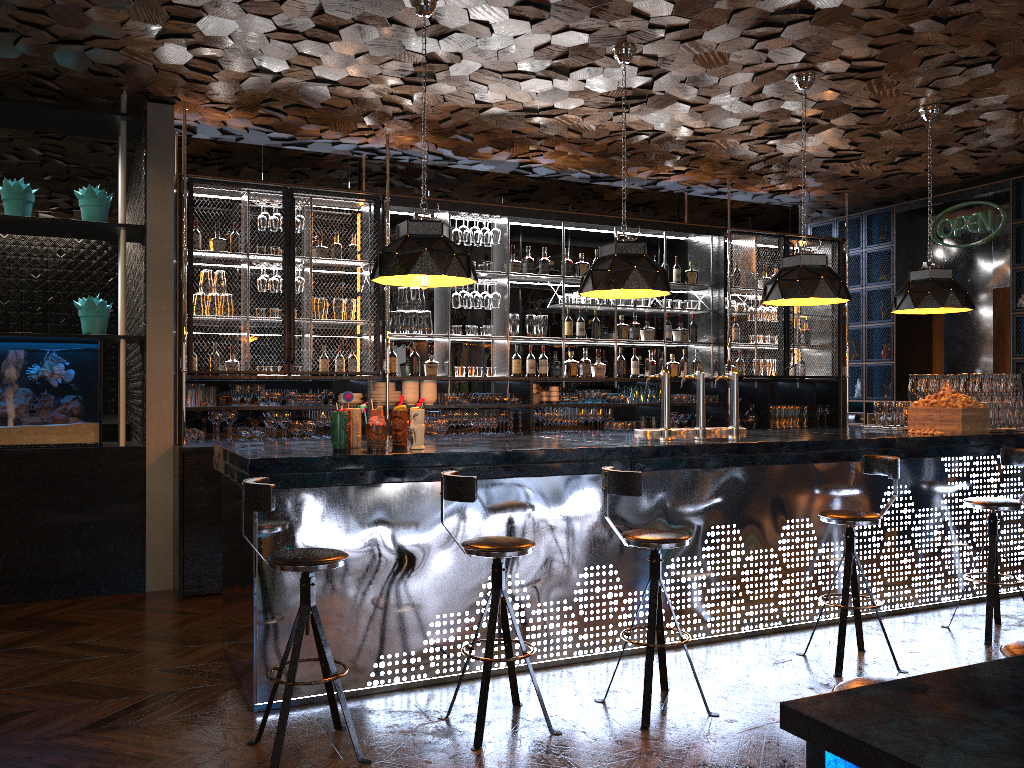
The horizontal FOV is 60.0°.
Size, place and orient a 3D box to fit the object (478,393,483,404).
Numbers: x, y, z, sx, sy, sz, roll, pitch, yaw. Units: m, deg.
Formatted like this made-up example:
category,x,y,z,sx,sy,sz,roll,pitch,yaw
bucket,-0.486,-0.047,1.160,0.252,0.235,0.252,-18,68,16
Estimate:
category,x,y,z,sx,sy,sz,roll,pitch,yaw
object,-0.279,0.130,7.913,0.093,0.099,0.093,0,0,-38

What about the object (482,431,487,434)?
category,x,y,z,sx,sy,sz,roll,pitch,yaw
object,-0.244,0.342,8.035,0.092,0.218,0.092,0,0,25

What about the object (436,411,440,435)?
category,x,y,z,sx,sy,sz,roll,pitch,yaw
object,-0.646,0.343,7.754,0.082,0.213,0.082,0,0,-38

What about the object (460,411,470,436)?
category,x,y,z,sx,sy,sz,roll,pitch,yaw
object,-0.404,0.340,7.665,0.084,0.216,0.084,0,0,-10

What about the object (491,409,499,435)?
category,x,y,z,sx,sy,sz,roll,pitch,yaw
object,-0.147,0.336,7.779,0.071,0.226,0.071,0,0,36

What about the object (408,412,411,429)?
category,x,y,z,sx,sy,sz,roll,pitch,yaw
object,-0.834,0.341,7.467,0.082,0.213,0.082,0,0,4

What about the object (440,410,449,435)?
category,x,y,z,sx,sy,sz,roll,pitch,yaw
object,-0.604,0.341,7.870,0.084,0.216,0.084,0,0,13

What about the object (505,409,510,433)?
category,x,y,z,sx,sy,sz,roll,pitch,yaw
object,-0.034,0.342,8.109,0.071,0.217,0.071,0,0,-17

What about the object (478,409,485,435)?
category,x,y,z,sx,sy,sz,roll,pitch,yaw
object,-0.268,0.337,7.859,0.071,0.226,0.071,0,0,36

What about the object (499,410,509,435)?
category,x,y,z,sx,sy,sz,roll,pitch,yaw
object,-0.071,0.341,7.850,0.092,0.218,0.092,0,0,25

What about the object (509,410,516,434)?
category,x,y,z,sx,sy,sz,roll,pitch,yaw
object,-0.001,0.342,7.944,0.071,0.217,0.071,0,0,-17

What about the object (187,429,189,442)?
category,x,y,z,sx,sy,sz,roll,pitch,yaw
object,-2.494,0.396,6.843,0.033,0.101,0.033,0,0,-21

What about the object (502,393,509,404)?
category,x,y,z,sx,sy,sz,roll,pitch,yaw
object,-0.057,0.132,7.951,0.095,0.096,0.095,0,0,-25

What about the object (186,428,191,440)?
category,x,y,z,sx,sy,sz,roll,pitch,yaw
object,-2.512,0.396,6.882,0.033,0.101,0.033,0,0,-42

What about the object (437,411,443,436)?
category,x,y,z,sx,sy,sz,roll,pitch,yaw
object,-0.608,0.342,7.673,0.082,0.213,0.082,0,0,-44

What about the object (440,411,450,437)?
category,x,y,z,sx,sy,sz,roll,pitch,yaw
object,-0.575,0.342,7.588,0.082,0.213,0.082,0,0,4

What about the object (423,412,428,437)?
category,x,y,z,sx,sy,sz,roll,pitch,yaw
object,-0.754,0.341,7.506,0.082,0.213,0.082,0,0,4

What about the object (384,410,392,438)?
category,x,y,z,sx,sy,sz,roll,pitch,yaw
object,-1.029,0.332,7.406,0.073,0.229,0.073,0,0,-37

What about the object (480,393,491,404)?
category,x,y,z,sx,sy,sz,roll,pitch,yaw
object,-0.232,0.129,7.815,0.093,0.099,0.093,0,0,-9

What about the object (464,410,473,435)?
category,x,y,z,sx,sy,sz,roll,pitch,yaw
object,-0.383,0.341,7.828,0.084,0.216,0.084,0,0,17

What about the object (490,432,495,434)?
category,x,y,z,sx,sy,sz,roll,pitch,yaw
object,-0.187,0.342,8.063,0.092,0.218,0.092,0,0,25

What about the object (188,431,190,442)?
category,x,y,z,sx,sy,sz,roll,pitch,yaw
object,-2.474,0.396,6.807,0.033,0.101,0.033,0,0,-44

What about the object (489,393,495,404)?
category,x,y,z,sx,sy,sz,roll,pitch,yaw
object,-0.169,0.130,7.909,0.093,0.099,0.093,0,0,36

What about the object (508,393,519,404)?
category,x,y,z,sx,sy,sz,roll,pitch,yaw
object,0.011,0.131,7.868,0.095,0.096,0.095,0,0,38

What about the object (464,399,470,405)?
category,x,y,z,sx,sy,sz,roll,pitch,yaw
object,-0.390,0.155,7.706,0.049,0.048,0.044,0,0,17

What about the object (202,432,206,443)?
category,x,y,z,sx,sy,sz,roll,pitch,yaw
object,-2.330,0.405,6.710,0.034,0.080,0.034,0,0,-12

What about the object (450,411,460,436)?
category,x,y,z,sx,sy,sz,roll,pitch,yaw
object,-0.490,0.340,7.626,0.084,0.216,0.084,0,0,-37

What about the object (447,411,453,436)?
category,x,y,z,sx,sy,sz,roll,pitch,yaw
object,-0.542,0.341,7.749,0.084,0.216,0.084,0,0,-13

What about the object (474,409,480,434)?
category,x,y,z,sx,sy,sz,roll,pitch,yaw
object,-0.304,0.337,7.945,0.071,0.226,0.071,0,0,36

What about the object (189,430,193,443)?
category,x,y,z,sx,sy,sz,roll,pitch,yaw
object,-2.421,0.395,6.692,0.033,0.101,0.033,0,0,-1

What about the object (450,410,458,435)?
category,x,y,z,sx,sy,sz,roll,pitch,yaw
object,-0.518,0.342,7.905,0.084,0.216,0.084,0,0,-27

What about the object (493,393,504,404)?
category,x,y,z,sx,sy,sz,roll,pitch,yaw
object,-0.121,0.129,7.816,0.093,0.099,0.093,0,0,-6

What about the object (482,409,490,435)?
category,x,y,z,sx,sy,sz,roll,pitch,yaw
object,-0.230,0.336,7.784,0.071,0.226,0.071,0,0,36

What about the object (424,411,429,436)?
category,x,y,z,sx,sy,sz,roll,pitch,yaw
object,-0.735,0.342,7.712,0.082,0.213,0.082,0,0,6

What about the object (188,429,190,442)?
category,x,y,z,sx,sy,sz,roll,pitch,yaw
object,-2.456,0.395,6.768,0.033,0.101,0.033,0,0,-34

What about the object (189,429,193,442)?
category,x,y,z,sx,sy,sz,roll,pitch,yaw
object,-2.438,0.395,6.733,0.033,0.101,0.033,0,0,-45

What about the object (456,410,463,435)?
category,x,y,z,sx,sy,sz,roll,pitch,yaw
object,-0.458,0.341,7.785,0.084,0.216,0.084,0,0,-33

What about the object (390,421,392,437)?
category,x,y,z,sx,sy,sz,roll,pitch,yaw
object,-1.017,0.333,7.488,0.073,0.229,0.073,0,0,-37

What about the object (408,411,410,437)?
category,x,y,z,sx,sy,sz,roll,pitch,yaw
object,-0.870,0.341,7.550,0.082,0.213,0.082,0,0,-33

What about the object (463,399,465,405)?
category,x,y,z,sx,sy,sz,roll,pitch,yaw
object,-0.416,0.155,7.756,0.044,0.048,0.049,0,0,7

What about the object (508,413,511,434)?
category,x,y,z,sx,sy,sz,roll,pitch,yaw
object,-0.010,0.342,8.032,0.071,0.217,0.071,0,0,-17

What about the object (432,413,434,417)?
category,x,y,z,sx,sy,sz,roll,pitch,yaw
object,-0.682,0.343,7.835,0.082,0.213,0.082,0,0,-35

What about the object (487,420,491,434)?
category,x,y,z,sx,sy,sz,roll,pitch,yaw
object,-0.203,0.341,7.935,0.092,0.218,0.092,0,0,25

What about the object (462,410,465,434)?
category,x,y,z,sx,sy,sz,roll,pitch,yaw
object,-0.439,0.342,7.949,0.084,0.216,0.084,0,0,-3

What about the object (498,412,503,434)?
category,x,y,z,sx,sy,sz,roll,pitch,yaw
object,-0.103,0.341,7.955,0.092,0.218,0.092,0,0,25

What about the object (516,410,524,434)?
category,x,y,z,sx,sy,sz,roll,pitch,yaw
object,0.072,0.342,7.936,0.071,0.217,0.071,0,0,-17

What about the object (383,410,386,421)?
category,x,y,z,sx,sy,sz,roll,pitch,yaw
object,-1.095,0.333,7.523,0.073,0.229,0.073,0,0,-37

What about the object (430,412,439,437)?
category,x,y,z,sx,sy,sz,roll,pitch,yaw
object,-0.660,0.342,7.550,0.082,0.213,0.082,0,0,8

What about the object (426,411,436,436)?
category,x,y,z,sx,sy,sz,roll,pitch,yaw
object,-0.696,0.342,7.630,0.082,0.213,0.082,0,0,44

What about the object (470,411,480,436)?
category,x,y,z,sx,sy,sz,roll,pitch,yaw
object,-0.322,0.341,7.705,0.084,0.216,0.084,0,0,17

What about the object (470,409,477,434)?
category,x,y,z,sx,sy,sz,roll,pitch,yaw
object,-0.347,0.337,8.012,0.071,0.226,0.071,0,0,36

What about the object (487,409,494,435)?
category,x,y,z,sx,sy,sz,roll,pitch,yaw
object,-0.182,0.337,7.852,0.071,0.226,0.071,0,0,36

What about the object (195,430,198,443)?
category,x,y,z,sx,sy,sz,roll,pitch,yaw
object,-2.392,0.395,6.726,0.031,0.098,0.031,0,0,13

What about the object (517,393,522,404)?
category,x,y,z,sx,sy,sz,roll,pitch,yaw
object,0.044,0.132,7.964,0.095,0.096,0.095,0,0,-1
